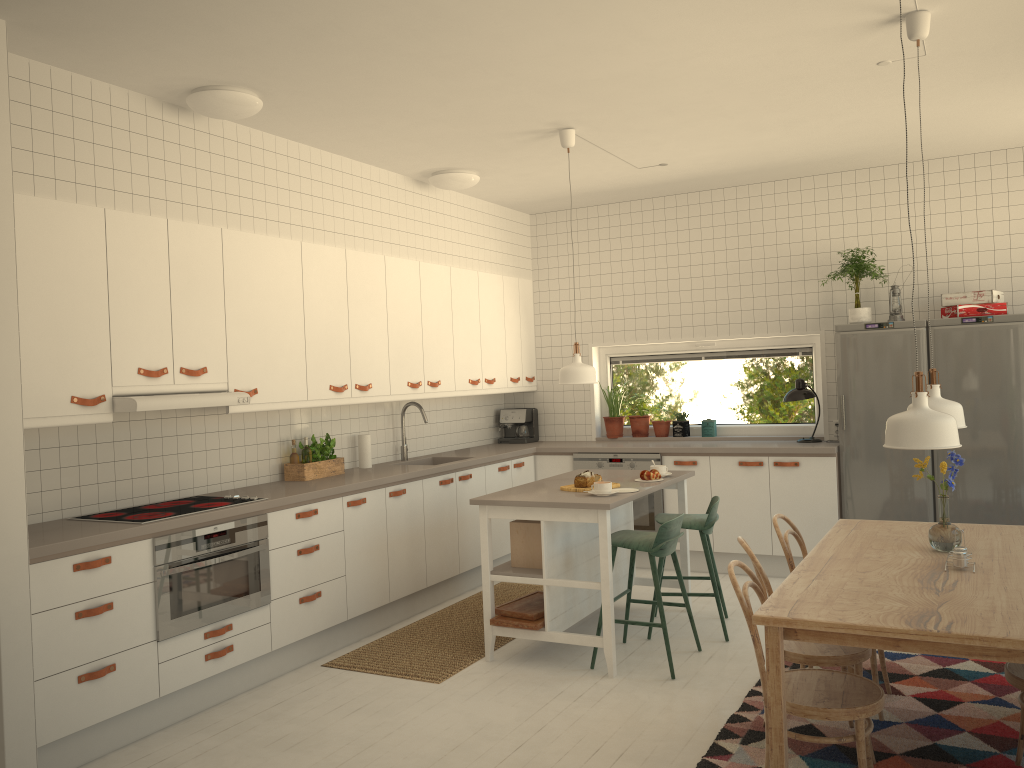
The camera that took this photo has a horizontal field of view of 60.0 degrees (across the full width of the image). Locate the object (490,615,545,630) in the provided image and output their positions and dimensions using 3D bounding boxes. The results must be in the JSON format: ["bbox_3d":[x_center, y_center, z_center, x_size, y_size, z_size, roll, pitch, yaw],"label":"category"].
[{"bbox_3d":[0.109,1.233,4.751,0.280,0.030,0.430,-2,1,28],"label":"object"}]

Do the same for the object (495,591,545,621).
[{"bbox_3d":[0.129,1.202,4.826,0.280,0.030,0.430,-2,1,37],"label":"object"}]

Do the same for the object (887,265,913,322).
[{"bbox_3d":[2.615,-0.611,6.001,0.154,0.383,0.163,-2,0,-39],"label":"object"}]

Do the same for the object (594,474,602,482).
[{"bbox_3d":[0.459,0.530,4.930,0.083,0.055,0.073,-2,0,35],"label":"object"}]

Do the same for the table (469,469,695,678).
[{"bbox_3d":[0.478,1.006,5.111,0.794,0.864,1.424,-2,0,28],"label":"table"}]

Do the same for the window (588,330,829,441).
[{"bbox_3d":[1.562,0.038,7.140,1.898,0.816,0.293,-2,0,28],"label":"window"}]

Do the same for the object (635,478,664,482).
[{"bbox_3d":[0.795,0.558,5.147,0.167,0.005,0.167,-2,1,24],"label":"object"}]

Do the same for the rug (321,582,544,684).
[{"bbox_3d":[-0.218,1.463,5.430,0.750,0.004,2.000,-2,1,28],"label":"rug"}]

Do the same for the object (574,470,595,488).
[{"bbox_3d":[0.395,0.518,4.841,0.086,0.087,0.090,-2,0,36],"label":"object"}]

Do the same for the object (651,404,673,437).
[{"bbox_3d":[1.230,0.299,7.233,0.194,0.277,0.177,-2,0,-5],"label":"object"}]

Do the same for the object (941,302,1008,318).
[{"bbox_3d":[3.050,-0.479,5.863,0.309,0.082,0.312,-2,0,8],"label":"object"}]

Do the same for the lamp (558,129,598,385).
[{"bbox_3d":[0.348,-0.744,5.081,0.229,1.490,0.229,-2,0,29],"label":"lamp"}]

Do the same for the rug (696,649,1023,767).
[{"bbox_3d":[1.722,1.388,3.392,1.748,0.035,3.025,-2,1,28],"label":"rug"}]

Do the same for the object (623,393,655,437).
[{"bbox_3d":[1.061,0.255,7.349,0.258,0.370,0.234,-2,0,40],"label":"object"}]

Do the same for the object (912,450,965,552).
[{"bbox_3d":[1.668,0.450,3.422,0.145,0.388,0.206,-2,0,-10],"label":"object"}]

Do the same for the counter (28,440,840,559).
[{"bbox_3d":[0.067,0.605,5.049,2.856,0.163,4.845,-2,1,28],"label":"counter"}]

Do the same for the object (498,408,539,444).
[{"bbox_3d":[0.024,0.359,7.607,0.316,0.292,0.279,-2,0,29],"label":"object"}]

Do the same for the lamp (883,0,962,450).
[{"bbox_3d":[1.276,-0.597,2.832,0.229,1.596,0.229,-2,0,-27],"label":"lamp"}]

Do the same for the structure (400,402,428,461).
[{"bbox_3d":[-0.698,0.336,6.304,0.236,0.421,0.063,-2,0,35],"label":"structure"}]

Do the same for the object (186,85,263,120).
[{"bbox_3d":[-1.372,-1.330,4.243,0.351,0.101,0.351,-3,0,-20],"label":"object"}]

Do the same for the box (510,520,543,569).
[{"bbox_3d":[0.180,0.853,4.858,0.237,0.242,0.357,-2,0,29],"label":"box"}]

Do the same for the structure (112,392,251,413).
[{"bbox_3d":[-1.690,0.085,4.298,0.482,0.073,0.681,-2,1,28],"label":"structure"}]

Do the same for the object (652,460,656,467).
[{"bbox_3d":[0.866,0.503,5.328,0.028,0.086,0.102,-2,0,-21],"label":"object"}]

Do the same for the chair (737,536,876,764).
[{"bbox_3d":[1.146,1.002,3.468,0.483,0.810,0.385,-2,0,11],"label":"chair"}]

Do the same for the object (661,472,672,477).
[{"bbox_3d":[0.877,0.546,5.306,0.160,0.020,0.160,-2,1,24],"label":"object"}]

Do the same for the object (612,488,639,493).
[{"bbox_3d":[0.594,0.569,4.732,0.167,0.005,0.167,-2,1,24],"label":"object"}]

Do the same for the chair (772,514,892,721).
[{"bbox_3d":[1.416,0.987,3.902,0.483,0.810,0.385,-2,0,31],"label":"chair"}]

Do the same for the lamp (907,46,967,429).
[{"bbox_3d":[1.681,-0.621,3.589,0.229,1.596,0.229,-2,0,-16],"label":"lamp"}]

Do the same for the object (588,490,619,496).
[{"bbox_3d":[0.475,0.568,4.610,0.160,0.020,0.160,-2,0,-6],"label":"object"}]

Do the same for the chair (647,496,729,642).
[{"bbox_3d":[1.009,1.038,5.125,0.446,0.752,0.485,-2,0,13],"label":"chair"}]

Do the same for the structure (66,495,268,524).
[{"bbox_3d":[-1.633,0.608,4.267,0.504,0.057,0.763,-2,1,28],"label":"structure"}]

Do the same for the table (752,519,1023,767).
[{"bbox_3d":[1.548,1.026,3.224,0.894,0.749,1.798,-2,0,28],"label":"table"}]

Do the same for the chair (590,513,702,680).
[{"bbox_3d":[0.686,1.056,4.598,0.446,0.752,0.485,-2,0,28],"label":"chair"}]

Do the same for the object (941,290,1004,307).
[{"bbox_3d":[3.046,-0.561,5.866,0.312,0.082,0.308,-2,1,41],"label":"object"}]

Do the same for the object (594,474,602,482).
[{"bbox_3d":[0.452,0.529,4.902,0.083,0.057,0.072,-2,0,34],"label":"object"}]

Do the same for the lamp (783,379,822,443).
[{"bbox_3d":[2.119,0.194,6.497,0.262,0.465,0.239,-2,0,-33],"label":"lamp"}]

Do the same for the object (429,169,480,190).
[{"bbox_3d":[-0.394,-1.385,6.072,0.351,0.101,0.351,-3,0,-20],"label":"object"}]

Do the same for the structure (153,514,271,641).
[{"bbox_3d":[-1.662,0.894,4.298,0.704,0.447,0.682,-2,0,28],"label":"structure"}]

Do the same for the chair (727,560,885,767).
[{"bbox_3d":[0.991,1.012,2.981,0.483,0.810,0.385,-2,0,26],"label":"chair"}]

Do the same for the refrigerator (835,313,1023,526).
[{"bbox_3d":[2.856,0.460,5.996,1.146,1.778,0.559,-2,0,28],"label":"refrigerator"}]

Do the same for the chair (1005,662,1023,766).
[{"bbox_3d":[1.930,0.973,2.979,0.483,0.810,0.385,-2,0,26],"label":"chair"}]

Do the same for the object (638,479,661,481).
[{"bbox_3d":[0.796,0.555,5.151,0.120,0.005,0.122,-3,1,-44],"label":"object"}]

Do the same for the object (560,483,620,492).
[{"bbox_3d":[0.432,0.568,4.899,0.237,0.019,0.306,-2,1,45],"label":"object"}]

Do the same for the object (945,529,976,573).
[{"bbox_3d":[1.583,0.582,3.136,0.095,0.138,0.155,-2,0,28],"label":"object"}]

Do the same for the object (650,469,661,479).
[{"bbox_3d":[0.832,0.527,5.154,0.060,0.059,0.074,-2,0,-2],"label":"object"}]

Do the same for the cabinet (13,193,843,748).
[{"bbox_3d":[0.049,0.208,5.049,2.852,2.159,4.845,-2,0,28],"label":"cabinet"}]

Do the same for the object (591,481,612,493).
[{"bbox_3d":[0.471,0.540,4.610,0.098,0.064,0.094,-2,0,-14],"label":"object"}]

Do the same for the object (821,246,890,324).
[{"bbox_3d":[2.390,-0.685,6.113,0.474,0.545,0.468,-2,0,42],"label":"object"}]

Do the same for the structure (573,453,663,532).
[{"bbox_3d":[0.954,0.877,7.029,0.705,0.710,0.704,-2,0,28],"label":"structure"}]

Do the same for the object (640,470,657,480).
[{"bbox_3d":[0.779,0.529,5.145,0.070,0.060,0.131,-3,0,-24],"label":"object"}]

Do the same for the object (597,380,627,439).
[{"bbox_3d":[0.868,0.201,7.434,0.300,0.499,0.333,-2,0,11],"label":"object"}]

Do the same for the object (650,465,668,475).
[{"bbox_3d":[0.877,0.519,5.308,0.094,0.060,0.098,-2,0,25],"label":"object"}]
